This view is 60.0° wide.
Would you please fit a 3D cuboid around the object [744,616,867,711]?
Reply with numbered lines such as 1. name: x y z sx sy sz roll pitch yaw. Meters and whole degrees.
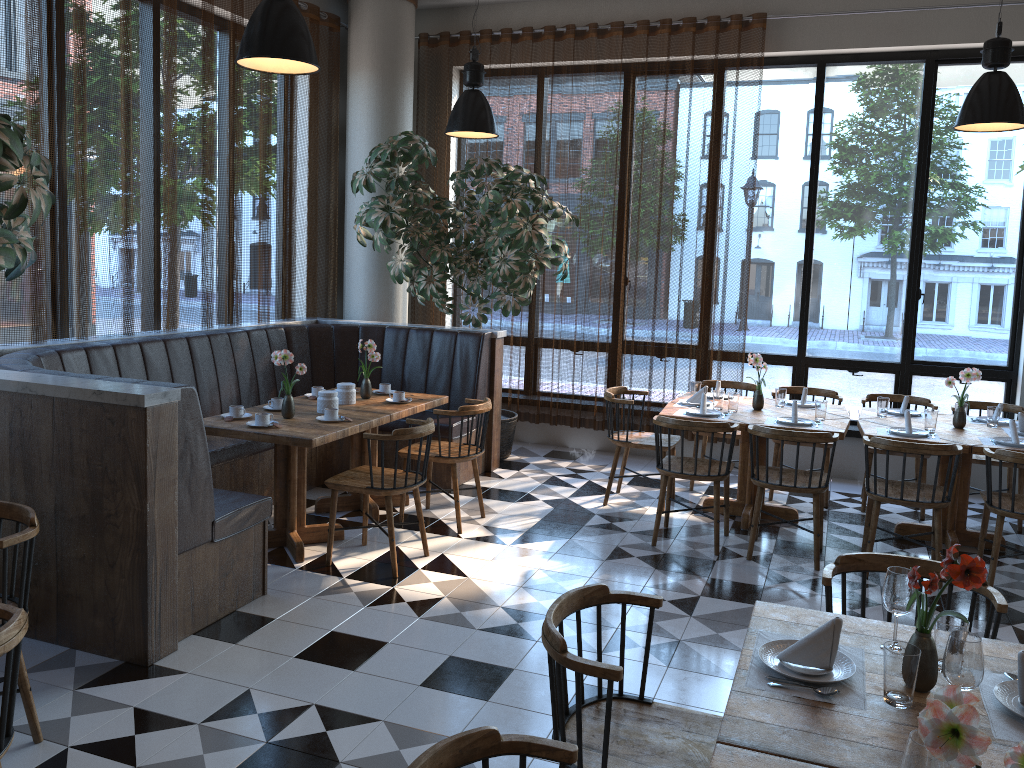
1. object: 0.740 0.638 2.205 0.272 0.136 0.353 5 8 20

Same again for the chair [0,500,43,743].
1. chair: -1.899 0.859 2.963 0.520 0.814 0.551 5 7 20

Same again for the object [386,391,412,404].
1. object: -0.754 0.088 5.904 0.176 0.066 0.176 3 8 3

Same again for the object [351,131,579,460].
1. object: -0.456 -0.716 7.423 1.754 2.769 1.487 0 7 -21

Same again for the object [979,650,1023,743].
1. object: 1.228 0.683 2.014 0.272 0.136 0.353 5 8 20

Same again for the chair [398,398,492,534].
1. chair: -0.426 0.503 5.821 0.550 0.814 0.521 5 7 20

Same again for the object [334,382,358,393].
1. object: -1.162 0.027 6.228 0.176 0.066 0.176 7 9 34

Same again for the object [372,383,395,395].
1. object: -0.894 0.035 6.238 0.176 0.066 0.176 4 8 11

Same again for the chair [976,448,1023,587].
1. chair: 2.881 0.751 4.936 0.520 0.814 0.551 5 7 20

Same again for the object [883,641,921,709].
1. object: 0.892 0.670 2.037 0.080 0.131 0.080 -2 8 -34

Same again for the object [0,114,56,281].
1. object: -2.652 -0.203 3.279 1.480 2.769 1.762 2 6 1

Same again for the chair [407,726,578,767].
1. chair: 0.038 1.130 1.566 0.550 0.814 0.521 5 7 20

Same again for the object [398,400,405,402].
1. object: -0.730 0.115 5.844 0.050 0.023 0.052 4 8 16

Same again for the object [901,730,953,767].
1. object: 0.694 0.700 1.490 0.081 0.214 0.081 0 6 -16

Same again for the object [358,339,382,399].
1. object: -0.970 -0.101 5.998 0.207 0.398 0.147 5 7 26

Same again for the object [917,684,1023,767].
1. object: 0.673 0.637 1.272 0.206 0.398 0.147 0 7 -21

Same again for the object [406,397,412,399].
1. object: -0.658 0.099 5.999 0.155 0.023 0.034 -6 11 -44

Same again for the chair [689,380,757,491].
1. chair: 1.674 0.412 6.994 0.520 0.814 0.551 5 7 20

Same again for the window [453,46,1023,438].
1. window: 1.744 -1.254 7.803 4.971 3.153 0.366 5 6 20

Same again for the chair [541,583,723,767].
1. chair: 0.345 1.025 2.375 0.550 0.814 0.521 5 7 20

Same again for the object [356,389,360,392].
1. object: -1.096 0.047 6.224 0.052 0.023 0.050 9 11 43

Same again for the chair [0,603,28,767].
1. chair: -1.509 0.986 2.175 0.550 0.814 0.521 5 7 20

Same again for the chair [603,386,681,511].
1. chair: 0.932 0.461 6.457 0.550 0.814 0.521 5 7 20

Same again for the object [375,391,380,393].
1. object: -0.932 0.059 6.184 0.052 0.023 0.051 0 8 -18

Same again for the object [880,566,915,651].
1. object: 1.008 0.592 2.319 0.081 0.214 0.081 0 6 -16

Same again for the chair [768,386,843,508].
1. chair: 2.230 0.462 6.787 0.520 0.814 0.551 5 7 20

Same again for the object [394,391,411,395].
1. object: -0.763 0.064 6.213 0.155 0.023 0.034 4 8 11

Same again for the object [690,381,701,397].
1. object: 1.343 0.048 6.490 0.080 0.131 0.080 3 6 5

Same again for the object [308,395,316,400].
1. object: -1.326 0.091 5.883 0.053 0.025 0.049 2 8 -2

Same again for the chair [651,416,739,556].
1. chair: 1.145 0.595 5.584 0.520 0.814 0.551 5 7 20

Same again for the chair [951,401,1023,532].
1. chair: 3.410 0.568 6.347 0.520 0.814 0.551 5 7 20

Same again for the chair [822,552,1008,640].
1. chair: 1.202 1.006 2.729 0.520 0.814 0.551 5 7 20

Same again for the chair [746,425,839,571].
1. chair: 1.684 0.643 5.383 0.520 0.814 0.551 5 7 20

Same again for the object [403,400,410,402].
1. object: -0.702 0.116 5.863 0.050 0.023 0.052 4 8 16

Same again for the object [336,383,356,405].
1. object: -1.083 0.063 5.779 0.130 0.128 0.130 -1 8 -25

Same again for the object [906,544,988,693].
1. object: 0.984 0.563 2.024 0.166 0.353 0.296 5 7 26

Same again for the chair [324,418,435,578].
1. chair: -0.730 0.607 5.021 0.550 0.814 0.521 5 7 20

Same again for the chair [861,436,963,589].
1. chair: 2.292 0.698 5.156 0.520 0.814 0.551 5 7 20

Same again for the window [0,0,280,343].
1. window: 3.620 -0.925 5.991 15.127 3.152 4.515 2 7 -3

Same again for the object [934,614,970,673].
1. object: 1.093 0.652 2.212 0.080 0.131 0.080 -3 8 -39

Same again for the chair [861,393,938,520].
1. chair: 2.838 0.517 6.560 0.520 0.814 0.551 5 7 20

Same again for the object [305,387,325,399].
1. object: -1.311 0.056 5.979 0.176 0.066 0.176 -1 9 -24

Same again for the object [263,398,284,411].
1. object: -1.448 0.124 5.476 0.176 0.066 0.176 7 9 30
